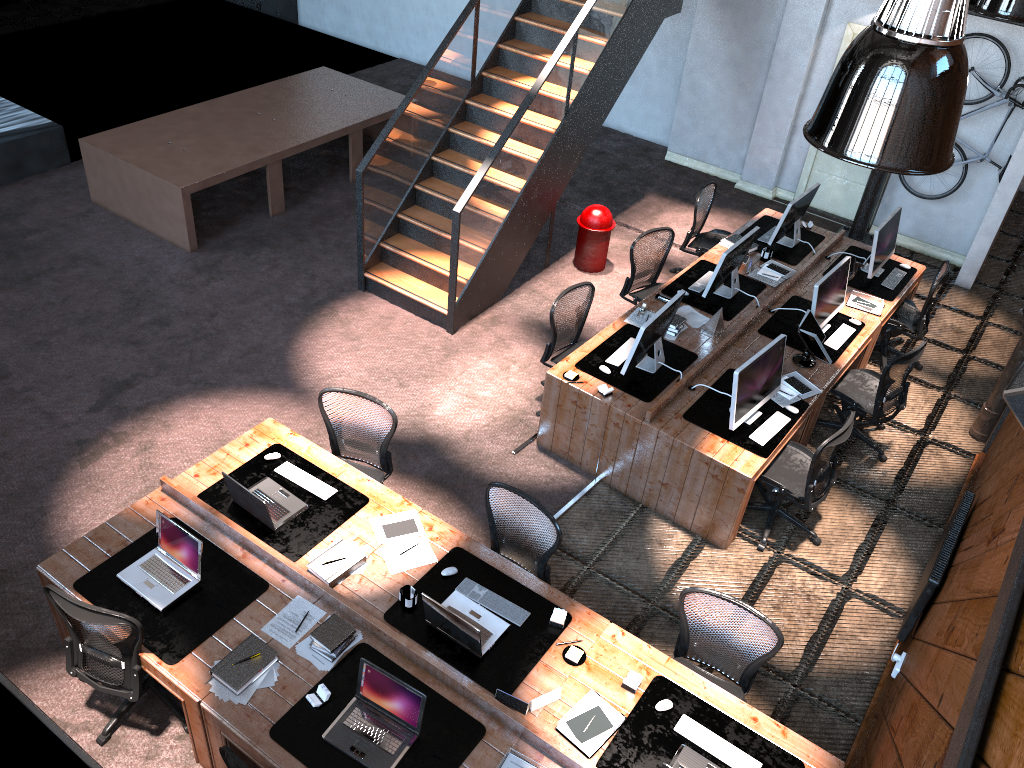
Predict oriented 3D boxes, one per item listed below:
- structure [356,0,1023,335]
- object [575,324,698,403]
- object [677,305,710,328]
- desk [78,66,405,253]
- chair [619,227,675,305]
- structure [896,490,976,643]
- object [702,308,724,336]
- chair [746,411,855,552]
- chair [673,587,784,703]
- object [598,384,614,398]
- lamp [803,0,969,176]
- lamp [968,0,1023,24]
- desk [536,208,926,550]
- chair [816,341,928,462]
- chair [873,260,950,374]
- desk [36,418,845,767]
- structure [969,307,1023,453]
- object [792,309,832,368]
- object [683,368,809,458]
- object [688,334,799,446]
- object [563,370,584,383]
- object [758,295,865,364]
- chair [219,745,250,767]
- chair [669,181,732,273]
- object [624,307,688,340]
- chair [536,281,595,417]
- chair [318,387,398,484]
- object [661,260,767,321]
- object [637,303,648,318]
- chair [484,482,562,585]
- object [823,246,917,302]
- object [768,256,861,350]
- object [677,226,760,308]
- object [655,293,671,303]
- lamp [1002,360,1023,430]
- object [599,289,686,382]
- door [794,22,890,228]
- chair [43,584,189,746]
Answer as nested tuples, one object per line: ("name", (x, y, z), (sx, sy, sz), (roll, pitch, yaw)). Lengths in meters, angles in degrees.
("structure", (0.883, -3.265, 9.575), (10.620, 4.603, 5.793), (27, 42, 24))
("object", (1.001, -0.184, 7.068), (0.687, 0.008, 0.848), (28, 42, 26))
("object", (1.548, -0.585, 7.674), (0.246, 0.002, 0.315), (-23, 46, -33))
("desk", (-2.927, -2.797, 10.535), (1.650, 0.750, 3.630), (27, 42, 24))
("chair", (1.413, -0.874, 8.377), (0.792, 1.085, 0.770), (26, 41, 24))
("structure", (2.810, 1.224, 5.895), (0.073, 0.628, 1.064), (27, 42, 24))
("object", (1.699, -0.569, 7.413), (0.165, 0.320, 0.178), (34, 45, 31))
("chair", (2.042, 0.619, 6.518), (0.792, 1.085, 0.770), (19, 39, 16))
("chair", (1.073, 1.729, 4.926), (0.770, 1.085, 0.792), (13, 38, 8))
("object", (0.704, 0.041, 6.684), (0.082, 0.063, 0.106), (-22, 45, -32))
("lamp", (1.212, -1.666, 1.973), (0.445, 2.372, 0.445), (25, 41, 22))
("lamp", (2.463, -2.715, 3.507), (0.445, 2.372, 0.445), (-26, 48, -35))
("desk", (2.162, -0.372, 8.033), (1.748, 0.840, 4.117), (28, 42, 26))
("chair", (2.938, 0.041, 7.403), (0.792, 1.085, 0.770), (26, 41, 24))
("chair", (3.700, -0.695, 8.476), (0.792, 1.085, 0.770), (13, 38, 8))
("desk", (-0.525, 1.719, 4.908), (4.117, 0.840, 1.748), (27, 42, 24))
("structure", (4.439, -0.638, 7.159), (0.500, 2.745, 1.003), (31, 44, 29))
("object", (2.416, -0.335, 7.156), (0.304, 0.380, 0.417), (9, 37, 3))
("object", (1.770, 0.199, 6.678), (0.687, 0.008, 0.848), (28, 42, 26))
("object", (1.782, 0.033, 6.451), (0.811, 0.578, 0.663), (5, 37, -2))
("object", (0.460, -0.062, 6.812), (0.158, 0.026, 0.154), (-1, 38, -9))
("object", (2.608, -0.488, 7.699), (0.687, 0.008, 0.848), (28, 42, 26))
("chair", (-1.017, 1.985, 4.287), (0.770, 1.085, 0.792), (13, 38, 8))
("chair", (2.139, -1.524, 9.332), (0.792, 1.085, 0.770), (13, 38, 8))
("object", (1.232, -0.554, 7.508), (0.478, 0.098, 0.319), (25, 41, 23))
("chair", (0.629, -0.256, 7.455), (0.792, 1.085, 0.770), (19, 39, 16))
("chair", (-1.114, 0.631, 6.042), (0.770, 1.085, 0.792), (6, 37, 0))
("object", (1.848, -0.868, 8.085), (0.687, 0.008, 0.848), (28, 42, 26))
("object", (1.126, -0.643, 7.640), (0.054, 0.064, 0.159), (18, 39, 15))
("chair", (-0.080, 1.216, 5.428), (0.770, 1.085, 0.792), (19, 39, 16))
("object", (3.480, -1.085, 8.606), (0.687, 0.008, 0.848), (28, 42, 26))
("object", (2.719, -0.685, 7.525), (0.772, 0.578, 0.642), (-1, 38, -10))
("object", (1.857, -1.063, 7.892), (0.735, 0.576, 0.654), (0, 38, -9))
("object", (1.370, -0.745, 7.837), (0.215, 0.031, 0.089), (27, 42, 24))
("lamp", (1.956, 0.017, 3.217), (0.283, 0.287, 0.328), (26, 42, 24))
("object", (1.117, -0.353, 6.854), (0.610, 0.573, 0.714), (26, 41, 24))
("door", (4.173, -3.053, 10.649), (1.013, 2.268, 0.064), (27, 42, 24))
("chair", (-2.127, 1.373, 4.924), (0.770, 1.085, 0.792), (6, 37, 0))
